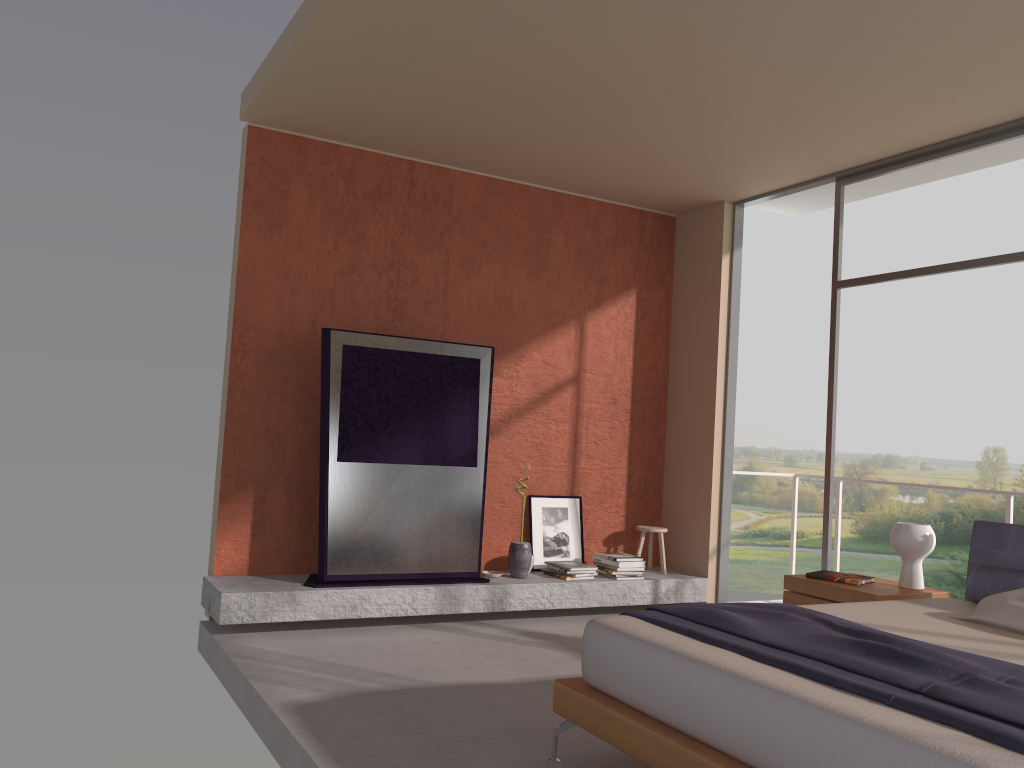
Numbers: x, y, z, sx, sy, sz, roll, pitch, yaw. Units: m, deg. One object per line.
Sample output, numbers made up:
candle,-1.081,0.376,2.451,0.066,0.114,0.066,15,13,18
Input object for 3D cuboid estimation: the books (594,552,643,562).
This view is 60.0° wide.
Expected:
books,0.786,1.275,6.539,0.247,0.025,0.287,5,-4,-29

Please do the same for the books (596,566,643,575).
books,0.789,1.366,6.510,0.247,0.025,0.287,4,-4,-18

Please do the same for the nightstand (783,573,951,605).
nightstand,1.896,1.356,4.787,0.562,0.556,0.628,5,-4,-28

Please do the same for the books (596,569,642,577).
books,0.779,1.388,6.532,0.247,0.018,0.287,5,-4,-29

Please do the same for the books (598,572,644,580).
books,0.781,1.406,6.526,0.247,0.018,0.328,5,-4,-27

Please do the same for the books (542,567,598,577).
books,0.416,1.347,6.369,0.247,0.018,0.328,7,-5,-44

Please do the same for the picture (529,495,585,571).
picture,0.337,1.117,6.649,0.458,0.550,0.117,5,-4,-28

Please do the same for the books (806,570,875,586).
books,1.804,1.063,4.873,0.287,0.025,0.247,0,-5,42

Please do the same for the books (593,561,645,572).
books,0.785,1.339,6.530,0.247,0.027,0.328,5,-4,-27

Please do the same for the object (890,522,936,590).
object,2.130,0.914,4.721,0.224,0.338,0.224,4,-4,-17

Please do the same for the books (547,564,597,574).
books,0.427,1.325,6.359,0.247,0.025,0.287,5,-4,-26

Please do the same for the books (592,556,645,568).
books,0.787,1.307,6.532,0.247,0.038,0.319,5,-4,-31

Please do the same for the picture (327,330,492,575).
picture,-0.659,0.454,5.712,1.129,1.496,0.126,5,-4,-28

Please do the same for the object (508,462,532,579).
object,0.070,0.947,6.198,0.165,0.810,0.165,4,-4,-5

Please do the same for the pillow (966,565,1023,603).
pillow,2.626,0.960,3.698,0.205,0.201,1.470,5,-4,-28

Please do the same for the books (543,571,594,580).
books,0.407,1.369,6.354,0.247,0.025,0.287,6,-4,-32

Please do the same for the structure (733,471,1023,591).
structure,3.787,1.098,3.604,0.728,1.005,7.689,5,-4,-28

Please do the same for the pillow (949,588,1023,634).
pillow,2.248,0.931,3.589,0.431,0.264,0.869,5,-4,-21

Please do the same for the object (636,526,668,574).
object,1.085,1.282,6.854,0.260,0.349,0.257,1,-4,31

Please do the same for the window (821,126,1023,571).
window,3.586,0.080,3.303,0.075,3.133,6.106,5,-4,-28

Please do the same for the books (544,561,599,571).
books,0.424,1.304,6.364,0.247,0.018,0.328,5,-4,-31

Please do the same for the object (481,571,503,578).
object,-0.137,1.325,6.138,0.152,0.040,0.152,3,-4,7

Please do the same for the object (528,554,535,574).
object,0.070,1.295,6.382,0.179,0.137,0.180,4,-4,-16

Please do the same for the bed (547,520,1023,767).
bed,1.705,1.054,3.208,2.462,0.959,2.017,5,-4,-28
